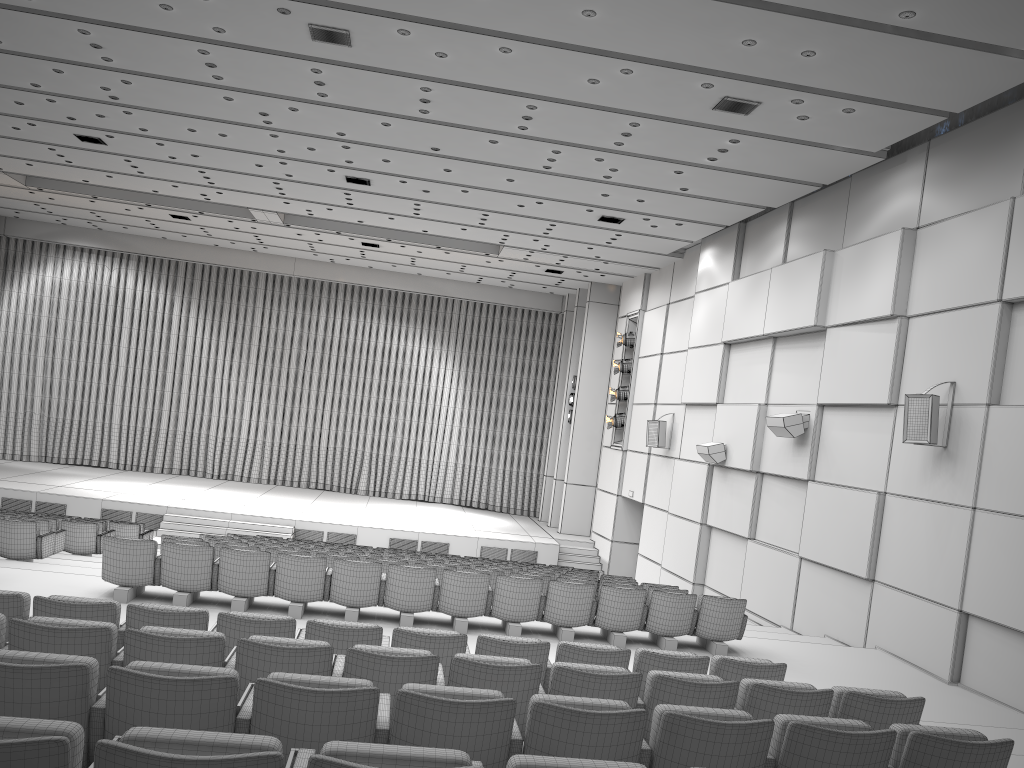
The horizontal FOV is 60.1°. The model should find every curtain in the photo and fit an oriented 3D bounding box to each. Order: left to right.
[{"bbox_3d":[-6.575,-0.188,26.054,16.148,6.527,1.426,7,1,-7],"label":"curtain"}]

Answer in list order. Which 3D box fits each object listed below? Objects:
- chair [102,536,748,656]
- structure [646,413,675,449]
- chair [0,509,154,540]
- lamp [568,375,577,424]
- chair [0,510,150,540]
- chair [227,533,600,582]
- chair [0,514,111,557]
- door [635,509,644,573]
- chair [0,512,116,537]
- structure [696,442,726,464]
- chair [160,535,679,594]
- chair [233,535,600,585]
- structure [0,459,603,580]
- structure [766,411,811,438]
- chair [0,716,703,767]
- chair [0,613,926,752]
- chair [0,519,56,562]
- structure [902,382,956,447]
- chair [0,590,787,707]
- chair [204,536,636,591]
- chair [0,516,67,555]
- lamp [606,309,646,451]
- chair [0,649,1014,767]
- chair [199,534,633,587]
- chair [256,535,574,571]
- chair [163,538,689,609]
[{"bbox_3d":[-0.764,2.189,9.183,6.608,0.622,0.611,7,0,-7],"label":"chair"},{"bbox_3d":[3.019,0.939,18.053,0.407,0.745,0.412,7,1,40],"label":"structure"},{"bbox_3d":[-9.645,2.461,15.843,6.057,0.622,0.611,7,0,-7],"label":"chair"},{"bbox_3d":[1.732,0.436,23.672,0.437,1.479,0.384,7,1,-11],"label":"lamp"},{"bbox_3d":[-9.542,2.274,14.736,6.607,0.622,0.611,7,0,-7],"label":"chair"},{"bbox_3d":[-1.686,3.275,15.751,6.607,0.622,0.611,7,0,-7],"label":"chair"},{"bbox_3d":[-9.235,1.912,12.546,6.607,0.622,0.611,7,0,-7],"label":"chair"},{"bbox_3d":[3.108,3.772,20.114,0.086,2.180,1.696,7,0,-7],"label":"door"},{"bbox_3d":[-9.372,2.095,13.643,6.057,0.622,0.611,7,0,-7],"label":"chair"},{"bbox_3d":[3.504,1.160,15.340,0.471,0.417,0.519,7,-1,-10],"label":"structure"},{"bbox_3d":[-1.072,2.551,11.373,6.607,0.622,0.611,7,0,-7],"label":"chair"},{"bbox_3d":[-1.516,3.096,14.659,6.057,0.622,0.611,7,0,-7],"label":"chair"},{"bbox_3d":[-6.586,3.389,23.043,17.839,0.846,8.309,7,-2,-7],"label":"structure"},{"bbox_3d":[4.010,0.570,12.833,0.471,0.417,0.519,7,-1,-11],"label":"structure"},{"bbox_3d":[-4.139,0.862,2.152,13.765,0.622,0.611,7,0,-7],"label":"chair"},{"bbox_3d":[-4.447,1.224,4.342,13.765,0.622,0.611,7,0,-7],"label":"chair"},{"bbox_3d":[-8.928,1.550,10.357,6.607,0.622,0.611,7,0,-7],"label":"chair"},{"bbox_3d":[4.601,0.314,9.793,0.407,0.745,0.412,7,1,40],"label":"structure"},{"bbox_3d":[-4.627,1.401,5.433,13.214,0.622,0.611,7,0,-7],"label":"chair"},{"bbox_3d":[-1.209,2.734,12.469,6.057,0.622,0.611,7,0,-7],"label":"chair"},{"bbox_3d":[-9.065,1.733,11.454,6.057,0.622,0.611,7,0,-7],"label":"chair"},{"bbox_3d":[2.743,-0.075,21.202,0.757,3.343,1.019,7,1,-11],"label":"lamp"},{"bbox_3d":[-4.319,1.039,3.244,13.214,0.622,0.611,7,0,-7],"label":"chair"},{"bbox_3d":[-1.379,2.913,13.562,6.607,0.622,0.611,7,0,-7],"label":"chair"},{"bbox_3d":[-1.789,3.463,16.859,6.057,0.622,0.611,7,0,-7],"label":"chair"},{"bbox_3d":[-0.901,2.372,10.280,6.057,0.622,0.611,7,0,-7],"label":"chair"}]
